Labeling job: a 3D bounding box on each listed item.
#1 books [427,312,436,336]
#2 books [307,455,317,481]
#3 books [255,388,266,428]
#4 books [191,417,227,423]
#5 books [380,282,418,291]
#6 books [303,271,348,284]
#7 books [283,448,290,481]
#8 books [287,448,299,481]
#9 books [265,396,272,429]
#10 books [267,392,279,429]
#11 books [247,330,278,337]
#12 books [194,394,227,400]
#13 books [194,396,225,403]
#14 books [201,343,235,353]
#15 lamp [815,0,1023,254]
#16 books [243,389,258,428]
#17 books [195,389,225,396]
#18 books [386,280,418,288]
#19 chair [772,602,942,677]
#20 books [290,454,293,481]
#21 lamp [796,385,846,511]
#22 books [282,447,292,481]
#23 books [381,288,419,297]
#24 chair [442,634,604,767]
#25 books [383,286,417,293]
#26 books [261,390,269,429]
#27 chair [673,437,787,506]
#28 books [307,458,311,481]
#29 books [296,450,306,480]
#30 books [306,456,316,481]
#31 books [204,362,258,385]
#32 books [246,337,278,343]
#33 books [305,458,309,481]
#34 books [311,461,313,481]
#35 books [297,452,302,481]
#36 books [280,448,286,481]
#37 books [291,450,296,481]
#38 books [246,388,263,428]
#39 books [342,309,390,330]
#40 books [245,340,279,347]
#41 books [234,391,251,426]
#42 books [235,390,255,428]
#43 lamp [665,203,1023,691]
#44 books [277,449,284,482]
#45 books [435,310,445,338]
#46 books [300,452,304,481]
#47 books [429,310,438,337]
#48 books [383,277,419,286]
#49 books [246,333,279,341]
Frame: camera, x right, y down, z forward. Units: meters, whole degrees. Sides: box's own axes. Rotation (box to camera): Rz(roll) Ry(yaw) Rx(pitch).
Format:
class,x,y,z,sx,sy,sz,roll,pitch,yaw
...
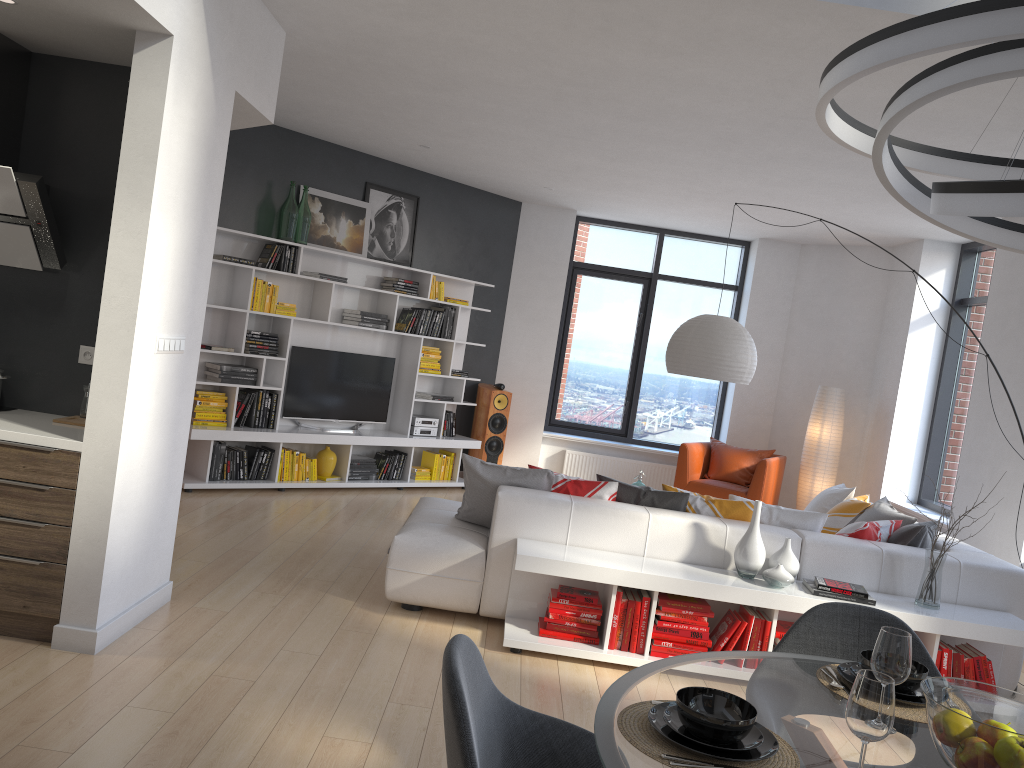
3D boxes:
class,x,y,z,sx,sy,sz,roll,pitch,yaw
books,-0.817,-0.578,8.470,0.069,0.242,0.172,6,4,-44
books,-1.737,0.729,7.704,0.046,0.193,0.149,6,4,-44
books,-2.139,0.191,7.394,0.026,0.326,0.237,6,4,-45
books,-2.458,0.278,7.104,0.269,0.025,0.213,6,3,-42
books,-1.052,-0.905,8.271,0.284,0.030,0.214,6,3,-41
books,-1.619,-0.922,7.676,0.250,0.047,0.310,11,3,41
books,-1.956,0.673,7.498,0.066,0.258,0.198,6,4,-45
books,-1.887,0.684,7.562,0.185,0.252,0.055,11,4,44
books,-2.094,0.222,7.434,0.028,0.272,0.200,6,4,-45
books,-2.065,0.213,7.463,0.051,0.297,0.230,6,4,-45
books,-2.080,-0.420,7.313,0.246,0.026,0.180,7,3,-37
books,-2.430,0.095,7.115,0.234,0.024,0.171,6,3,-41
books,-2.442,0.118,7.113,0.238,0.023,0.167,7,3,-29
books,-2.370,-0.290,7.051,0.266,0.030,0.209,11,3,39
lamp,1.386,-2.488,1.546,1.000,4.513,1.000,9,3,2
books,-2.181,0.201,7.343,0.028,0.301,0.213,6,4,-45
books,-2.450,0.066,7.124,0.234,0.024,0.171,6,3,-41
books,-1.026,-0.929,8.253,0.246,0.026,0.180,6,3,-42
chair,0.919,1.096,2.327,0.655,0.891,0.619,9,3,7
books,-1.911,0.695,7.519,0.156,0.230,0.042,11,4,44
lamp,3.096,0.818,8.476,0.502,1.550,0.804,7,3,-39
books,-1.934,0.672,7.518,0.038,0.267,0.202,6,4,-44
books,-1.044,-0.852,8.256,0.284,0.030,0.214,6,3,-41
chair,0.108,0.999,1.766,0.619,0.891,0.655,9,3,2
books,-1.044,-0.878,8.256,0.189,0.020,0.264,11,4,44
books,-2.119,0.199,7.415,0.034,0.315,0.239,6,4,-45
chair,2.166,1.012,8.776,0.896,0.858,0.843,10,3,32
books,-1.777,0.729,7.647,0.046,0.187,0.134,6,4,-45
books,-1.833,0.697,7.630,0.172,0.235,0.056,11,4,44
books,-1.748,0.729,7.681,0.067,0.193,0.148,6,4,-44
books,-2.288,-0.085,7.216,0.343,0.137,0.277,6,4,-45
books,-2.098,-0.369,7.317,0.264,0.020,0.189,6,3,-41
books,-1.797,0.726,7.638,0.056,0.188,0.138,6,4,-45
books,-1.757,0.742,7.653,0.113,0.169,0.049,11,4,44
books,-1.852,0.694,7.571,0.169,0.240,0.043,11,4,44
books,-1.977,0.664,7.468,0.048,0.271,0.213,6,4,-45
books,-1.897,0.683,7.537,0.041,0.252,0.180,6,4,-45
books,-2.161,0.195,7.368,0.034,0.314,0.237,6,4,-45
books,-1.328,-0.585,8.052,0.277,0.137,0.343,11,3,40
books,-2.098,-0.343,7.316,0.284,0.030,0.214,7,3,-36
books,-2.276,0.196,7.272,0.142,0.284,0.232,6,4,-45
books,-2.227,0.200,7.296,0.210,0.289,0.100,11,4,44
lamp,2.353,0.297,5.225,3.199,2.647,0.710,10,3,36
books,-1.990,0.664,7.426,0.029,0.270,0.204,6,4,-45
books,-0.747,-0.582,8.572,0.066,0.260,0.197,6,4,-45
books,-1.849,0.695,7.601,0.171,0.235,0.043,11,4,43
books,-0.817,-0.587,8.504,0.192,0.254,0.075,11,4,44
books,-1.032,-0.957,8.258,0.209,0.030,0.266,11,3,39
books,-2.104,-0.396,7.333,0.284,0.030,0.214,7,3,-36
